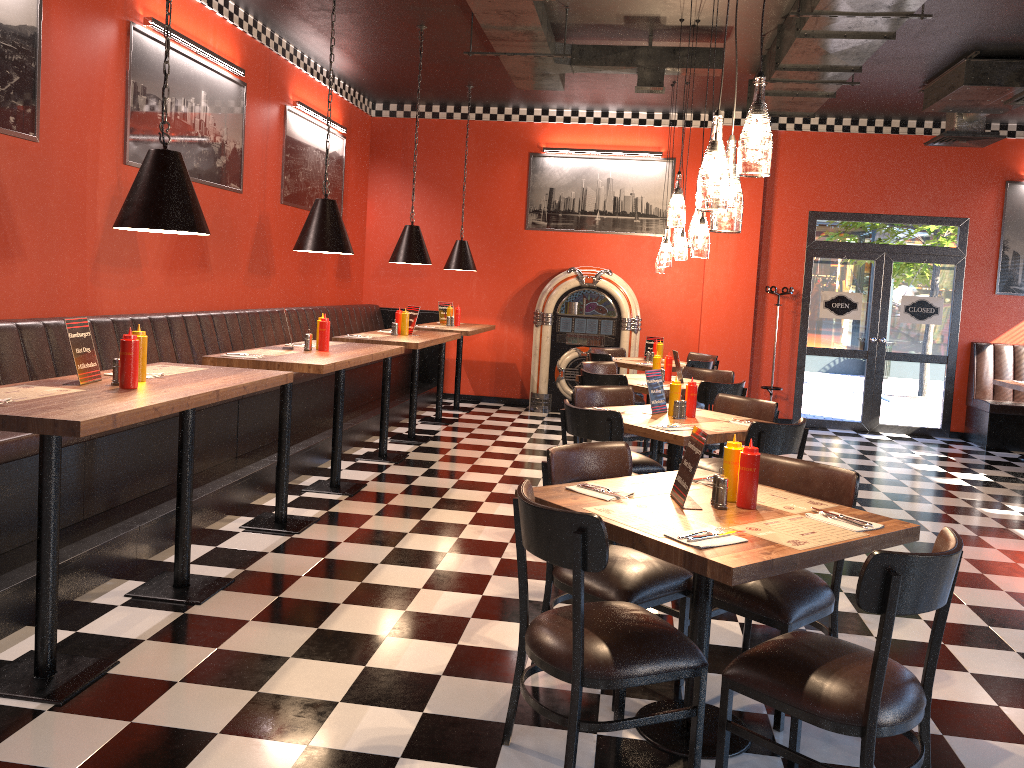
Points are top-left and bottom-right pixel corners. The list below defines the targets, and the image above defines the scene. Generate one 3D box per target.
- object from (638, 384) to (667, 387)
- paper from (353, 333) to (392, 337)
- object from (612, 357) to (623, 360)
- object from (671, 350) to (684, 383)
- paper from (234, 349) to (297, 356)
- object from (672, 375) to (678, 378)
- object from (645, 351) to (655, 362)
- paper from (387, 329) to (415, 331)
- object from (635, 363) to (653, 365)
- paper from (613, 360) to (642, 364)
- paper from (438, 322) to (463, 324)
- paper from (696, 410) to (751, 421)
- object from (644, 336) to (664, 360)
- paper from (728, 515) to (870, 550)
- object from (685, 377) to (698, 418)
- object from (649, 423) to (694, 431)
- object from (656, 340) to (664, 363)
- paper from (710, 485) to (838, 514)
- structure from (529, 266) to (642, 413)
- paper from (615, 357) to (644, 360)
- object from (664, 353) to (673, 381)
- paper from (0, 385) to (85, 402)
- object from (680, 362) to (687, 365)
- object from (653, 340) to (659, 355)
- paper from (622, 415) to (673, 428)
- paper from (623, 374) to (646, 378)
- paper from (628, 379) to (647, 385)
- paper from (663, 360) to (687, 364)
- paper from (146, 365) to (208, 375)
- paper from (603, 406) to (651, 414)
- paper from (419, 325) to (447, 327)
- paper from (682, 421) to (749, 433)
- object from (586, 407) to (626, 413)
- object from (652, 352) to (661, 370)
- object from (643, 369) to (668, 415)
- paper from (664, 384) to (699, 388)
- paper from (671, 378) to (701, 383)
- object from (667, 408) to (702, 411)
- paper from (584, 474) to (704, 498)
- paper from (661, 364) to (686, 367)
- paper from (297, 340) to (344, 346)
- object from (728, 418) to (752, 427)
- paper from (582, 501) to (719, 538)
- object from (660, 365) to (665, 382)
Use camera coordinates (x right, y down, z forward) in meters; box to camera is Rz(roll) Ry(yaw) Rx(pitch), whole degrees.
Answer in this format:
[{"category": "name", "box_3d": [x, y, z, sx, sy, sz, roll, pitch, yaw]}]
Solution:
[{"category": "object", "box_3d": [1.113, 0.003, 6.910, 0.255, 0.019, 0.158, -1, 8, -35]}, {"category": "paper", "box_3d": [-1.188, -0.409, 7.441, 0.261, 0.001, 0.366, 4, 6, 10]}, {"category": "object", "box_3d": [1.068, -0.274, 9.380, 0.157, 0.019, 0.256, -1, 8, -35]}, {"category": "object", "box_3d": [1.366, -0.145, 7.287, 0.072, 0.256, 0.189, 3, 5, -2]}, {"category": "paper", "box_3d": [-1.469, -0.190, 5.321, 0.261, 0.001, 0.366, 4, 6, 10]}, {"category": "object", "box_3d": [1.312, -0.070, 7.672, 0.255, 0.019, 0.158, -1, 8, -37]}, {"category": "object", "box_3d": [1.447, -0.298, 9.270, 0.094, 0.135, 0.047, 4, 4, 8]}, {"category": "paper", "box_3d": [-1.063, -0.503, 8.352, 0.261, 0.001, 0.366, 4, 6, 10]}, {"category": "object", "box_3d": [1.370, -0.203, 8.895, 0.255, 0.019, 0.158, -1, 8, -34]}, {"category": "paper", "box_3d": [1.202, -0.224, 9.075, 0.261, 0.001, 0.367, -2, 8, -37]}, {"category": "paper", "box_3d": [-0.728, -0.724, 10.519, 0.261, 0.001, 0.366, 4, 6, 10]}, {"category": "paper", "box_3d": [1.225, 0.190, 5.364, 0.261, 0.001, 0.366, -2, 8, -39]}, {"category": "object", "box_3d": [1.510, -0.375, 9.433, 0.188, 0.256, 0.072, 5, 4, 18]}, {"category": "paper", "box_3d": [0.897, 0.459, 2.765, 0.365, 0.001, 0.262, -1, 8, -37]}, {"category": "object", "box_3d": [1.055, 0.077, 5.217, 0.068, 0.237, 0.068, 4, 4, 13]}, {"category": "object", "box_3d": [0.877, 0.227, 4.763, 0.255, 0.019, 0.158, -1, 8, -35]}, {"category": "object", "box_3d": [1.542, -0.342, 9.239, 0.068, 0.237, 0.068, 4, 4, 5]}, {"category": "paper", "box_3d": [0.947, 0.413, 3.209, 0.261, 0.001, 0.367, -2, 8, -38]}, {"category": "structure", "box_3d": [0.891, -0.526, 10.659, 1.295, 1.763, 0.501, 4, 4, 8]}, {"category": "paper", "box_3d": [1.254, -0.272, 9.535, 0.365, 0.001, 0.262, -1, 8, -35]}, {"category": "object", "box_3d": [1.291, -0.143, 7.321, 0.068, 0.237, 0.068, 4, 4, 13]}, {"category": "paper", "box_3d": [-1.761, 0.031, 3.174, 0.261, 0.001, 0.366, 4, 6, 10]}, {"category": "object", "box_3d": [1.844, -0.208, 9.187, 0.157, 0.019, 0.256, -1, 8, -37]}, {"category": "object", "box_3d": [1.517, -0.353, 9.329, 0.068, 0.237, 0.068, 4, 4, 5]}, {"category": "paper", "box_3d": [0.706, 0.206, 4.941, 0.261, 0.001, 0.366, -2, 8, -38]}, {"category": "paper", "box_3d": [1.011, -0.066, 7.554, 0.365, 0.001, 0.262, -2, 8, -38]}, {"category": "paper", "box_3d": [0.967, -0.016, 7.079, 0.261, 0.001, 0.367, -1, 8, -36]}, {"category": "paper", "box_3d": [1.729, -0.239, 9.489, 0.261, 0.001, 0.367, -2, 8, -38]}, {"category": "paper", "box_3d": [-1.621, -0.066, 4.123, 0.261, 0.001, 0.366, 4, 6, 10]}, {"category": "paper", "box_3d": [0.750, 0.158, 5.401, 0.365, 0.001, 0.262, -1, 8, -36]}, {"category": "paper", "box_3d": [-0.863, -0.624, 9.549, 0.261, 0.001, 0.366, 4, 6, 10]}, {"category": "paper", "box_3d": [1.151, 0.236, 4.904, 0.365, 0.001, 0.262, -2, 8, -39]}, {"category": "object", "box_3d": [0.566, 0.156, 5.243, 0.157, 0.019, 0.256, -1, 8, -36]}, {"category": "object", "box_3d": [1.198, -0.150, 7.335, 0.068, 0.237, 0.068, 4, 4, 13]}, {"category": "object", "box_3d": [0.866, 0.046, 5.312, 0.072, 0.256, 0.188, 6, 6, 37]}, {"category": "paper", "box_3d": [1.428, 0.016, 7.033, 0.365, 0.001, 0.262, -2, 8, -38]}, {"category": "paper", "box_3d": [1.469, -0.031, 7.478, 0.261, 0.001, 0.366, -2, 8, -39]}, {"category": "object", "box_3d": [1.051, 0.153, 5.522, 0.255, 0.019, 0.158, -3, 9, -44]}, {"category": "paper", "box_3d": [0.490, 0.377, 3.294, 0.365, 0.001, 0.262, -1, 8, -37]}, {"category": "paper", "box_3d": [1.647, -0.193, 9.031, 0.365, 0.001, 0.262, -2, 8, -38]}, {"category": "paper", "box_3d": [-1.360, -0.290, 6.280, 0.261, 0.001, 0.366, 4, 6, 10]}, {"category": "object", "box_3d": [1.346, 0.221, 5.064, 0.157, 0.019, 0.256, -2, 8, -38]}, {"category": "paper", "box_3d": [0.437, 0.426, 2.820, 0.261, 0.001, 0.367, -1, 8, -35]}, {"category": "object", "box_3d": [1.227, -0.086, 7.245, 0.046, 0.135, 0.094, 3, 5, -2]}]
